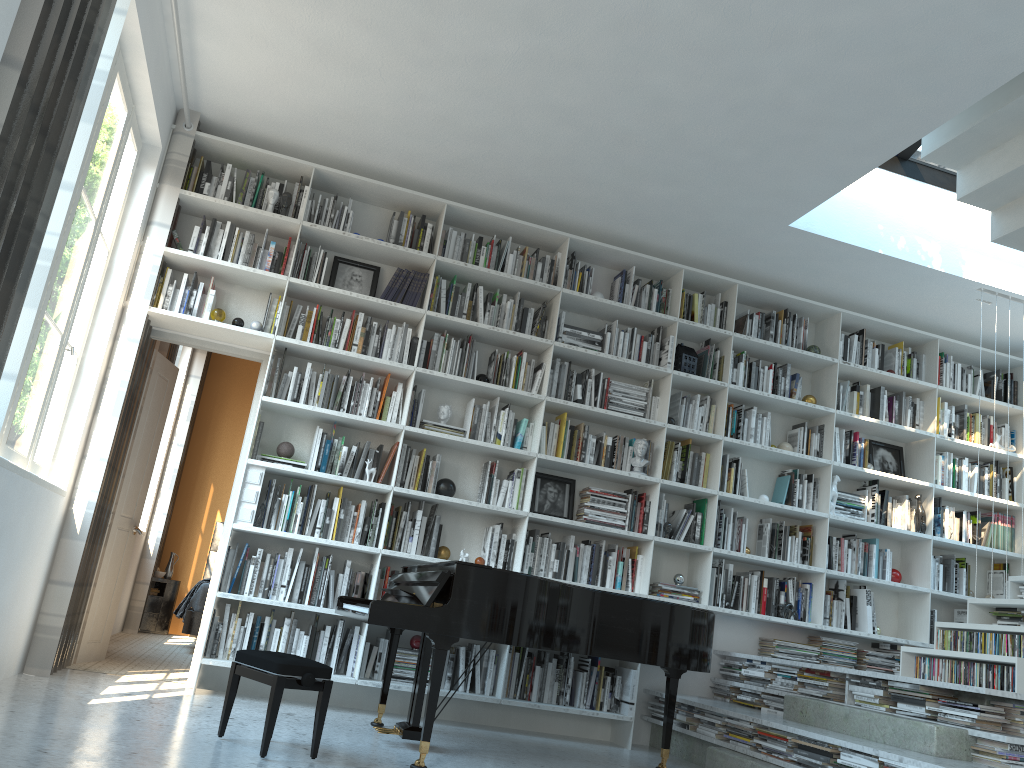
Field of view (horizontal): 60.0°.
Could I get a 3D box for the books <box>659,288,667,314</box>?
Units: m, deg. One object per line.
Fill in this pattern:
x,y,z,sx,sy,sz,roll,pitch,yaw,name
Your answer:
1.014,-0.530,6.162,0.028,0.243,0.161,13,-15,-14,books

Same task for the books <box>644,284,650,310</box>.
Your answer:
0.897,-0.553,6.129,0.023,0.236,0.154,13,-15,-14,books

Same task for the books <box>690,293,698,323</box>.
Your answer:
1.247,-0.486,6.210,0.054,0.254,0.191,13,-15,-14,books

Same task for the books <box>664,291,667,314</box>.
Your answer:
1.031,-0.523,6.176,0.014,0.243,0.145,13,-15,-14,books

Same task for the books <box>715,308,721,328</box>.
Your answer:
1.410,-0.416,6.256,0.022,0.193,0.182,13,-15,-14,books

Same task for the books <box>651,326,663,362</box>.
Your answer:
0.975,-0.221,6.084,0.012,0.333,0.156,13,-15,-14,books

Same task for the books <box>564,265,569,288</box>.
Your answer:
0.331,-0.675,5.994,0.023,0.227,0.157,13,-15,-14,books

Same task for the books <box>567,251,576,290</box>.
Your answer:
0.382,-0.719,6.019,0.014,0.340,0.145,13,-15,-14,books

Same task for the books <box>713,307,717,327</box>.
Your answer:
1.386,-0.424,6.259,0.025,0.203,0.162,13,-15,-14,books

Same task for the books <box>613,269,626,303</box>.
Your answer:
0.722,-0.622,6.084,0.014,0.291,0.176,13,-15,-14,books

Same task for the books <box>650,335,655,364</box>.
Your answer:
0.921,-0.196,6.067,0.029,0.260,0.133,13,-15,-14,books

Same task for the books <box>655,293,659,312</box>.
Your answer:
0.976,-0.515,6.162,0.014,0.204,0.135,13,-15,-14,books

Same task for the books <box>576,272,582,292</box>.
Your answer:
0.421,-0.640,6.006,0.023,0.195,0.172,13,-15,-14,books

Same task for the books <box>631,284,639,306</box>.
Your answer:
0.804,-0.563,6.099,0.050,0.210,0.173,13,-15,-14,books

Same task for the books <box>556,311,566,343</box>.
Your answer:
0.298,-0.338,5.883,0.021,0.248,0.192,13,-15,-14,books

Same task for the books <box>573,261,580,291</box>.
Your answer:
0.413,-0.680,5.999,0.011,0.264,0.163,13,-15,-14,books

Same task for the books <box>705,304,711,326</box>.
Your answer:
1.338,-0.438,6.230,0.024,0.201,0.180,13,-15,-14,books

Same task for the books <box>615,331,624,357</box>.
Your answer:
0.697,-0.227,5.995,0.027,0.216,0.190,13,-15,-14,books

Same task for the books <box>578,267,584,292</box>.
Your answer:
0.446,-0.659,6.025,0.014,0.247,0.139,13,-15,-14,books

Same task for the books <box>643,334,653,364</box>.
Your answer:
0.896,-0.199,6.044,0.032,0.247,0.173,13,-15,-14,books

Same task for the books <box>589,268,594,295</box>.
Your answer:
0.514,-0.650,6.033,0.011,0.255,0.144,13,-15,-14,books

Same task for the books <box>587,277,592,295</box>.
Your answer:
0.497,-0.618,6.029,0.010,0.186,0.152,13,-15,-14,books

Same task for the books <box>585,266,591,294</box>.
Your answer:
0.486,-0.657,6.024,0.005,0.254,0.168,13,-15,-14,books

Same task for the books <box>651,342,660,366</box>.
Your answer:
0.948,-0.164,6.054,0.029,0.202,0.192,13,-15,-14,books

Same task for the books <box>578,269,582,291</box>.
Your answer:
0.432,-0.651,6.033,0.006,0.232,0.136,13,-15,-14,books

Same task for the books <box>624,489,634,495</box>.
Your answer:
0.748,0.841,5.814,0.011,0.298,0.130,13,-15,-14,books

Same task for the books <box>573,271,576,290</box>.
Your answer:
0.391,-0.648,6.014,0.011,0.205,0.146,13,-15,-14,books

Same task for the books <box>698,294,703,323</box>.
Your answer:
1.282,-0.482,6.242,0.030,0.273,0.151,13,-15,-14,books

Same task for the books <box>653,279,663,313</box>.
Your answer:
0.998,-0.563,6.172,0.012,0.307,0.138,13,-15,-14,books

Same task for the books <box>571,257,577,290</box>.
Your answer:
0.391,-0.696,6.012,0.010,0.295,0.153,13,-15,-14,books

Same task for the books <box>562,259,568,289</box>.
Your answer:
0.316,-0.696,5.973,0.026,0.252,0.186,13,-15,-14,books

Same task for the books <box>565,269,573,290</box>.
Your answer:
0.355,-0.656,5.984,0.026,0.194,0.166,13,-15,-14,books

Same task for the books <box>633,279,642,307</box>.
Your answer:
0.840,-0.579,6.132,0.028,0.269,0.140,13,-15,-14,books

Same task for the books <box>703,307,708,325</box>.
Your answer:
1.315,-0.433,6.220,0.022,0.179,0.173,13,-15,-14,books

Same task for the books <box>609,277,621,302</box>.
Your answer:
0.702,-0.599,6.091,0.012,0.245,0.151,13,-15,-14,books

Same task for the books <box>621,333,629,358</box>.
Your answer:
0.733,-0.219,6.007,0.028,0.218,0.184,13,-15,-14,books

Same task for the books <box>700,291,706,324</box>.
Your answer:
1.307,-0.492,6.234,0.010,0.296,0.168,13,-15,-14,books

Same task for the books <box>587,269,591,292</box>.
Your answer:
0.489,-0.648,6.043,0.013,0.249,0.148,13,-15,-14,books

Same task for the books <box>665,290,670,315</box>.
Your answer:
1.046,-0.520,6.171,0.014,0.238,0.153,13,-15,-14,books

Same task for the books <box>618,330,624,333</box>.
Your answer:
0.713,-0.234,6.014,0.012,0.244,0.131,13,-15,-14,books

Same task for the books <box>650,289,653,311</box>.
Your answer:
0.923,-0.539,6.129,0.012,0.216,0.180,13,-15,-14,books

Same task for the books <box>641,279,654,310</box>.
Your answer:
0.920,-0.569,6.123,0.010,0.269,0.180,13,-15,-14,books

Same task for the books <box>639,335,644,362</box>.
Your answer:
0.846,-0.201,6.033,0.012,0.230,0.158,13,-15,-14,books

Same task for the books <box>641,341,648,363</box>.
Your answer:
0.863,-0.177,6.029,0.029,0.187,0.176,13,-15,-14,books

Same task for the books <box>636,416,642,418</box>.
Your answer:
0.727,0.221,5.918,0.254,0.012,0.161,12,-15,-11,books

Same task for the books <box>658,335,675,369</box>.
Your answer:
1.019,-0.180,6.020,0.037,0.236,0.273,13,-15,-14,books

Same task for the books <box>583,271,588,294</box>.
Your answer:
0.473,-0.641,6.019,0.016,0.218,0.144,13,-15,-14,books

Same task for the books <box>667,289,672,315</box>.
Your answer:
1.062,-0.523,6.184,0.022,0.256,0.137,13,-15,-14,books

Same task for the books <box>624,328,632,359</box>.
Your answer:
0.759,-0.235,6.040,0.029,0.272,0.141,13,-15,-14,books

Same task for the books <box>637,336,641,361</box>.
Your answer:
0.833,-0.202,6.037,0.010,0.229,0.152,13,-15,-14,books

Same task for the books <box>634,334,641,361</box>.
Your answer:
0.810,-0.207,6.018,0.023,0.222,0.191,13,-15,-14,books

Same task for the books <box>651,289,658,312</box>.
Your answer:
0.944,-0.532,6.115,0.023,0.201,0.193,13,-15,-14,books

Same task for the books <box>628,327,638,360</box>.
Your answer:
0.789,-0.232,6.026,0.023,0.268,0.185,13,-15,-14,books

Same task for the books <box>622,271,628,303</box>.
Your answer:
0.742,-0.618,6.097,0.011,0.295,0.157,13,-15,-14,books

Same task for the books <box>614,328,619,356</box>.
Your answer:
0.665,-0.244,5.991,0.021,0.237,0.172,13,-15,-14,books

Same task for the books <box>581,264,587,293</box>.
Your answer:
0.462,-0.665,6.025,0.013,0.263,0.147,13,-15,-14,books

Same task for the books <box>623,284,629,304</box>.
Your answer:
0.752,-0.569,6.102,0.031,0.208,0.147,13,-15,-14,books

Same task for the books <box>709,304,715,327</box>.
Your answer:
1.366,-0.439,6.234,0.031,0.212,0.170,13,-15,-14,books

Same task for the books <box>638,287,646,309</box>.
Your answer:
0.869,-0.544,6.113,0.033,0.202,0.166,13,-15,-14,books

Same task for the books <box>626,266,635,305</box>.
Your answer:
0.786,-0.628,6.102,0.010,0.330,0.186,13,-15,-14,books
